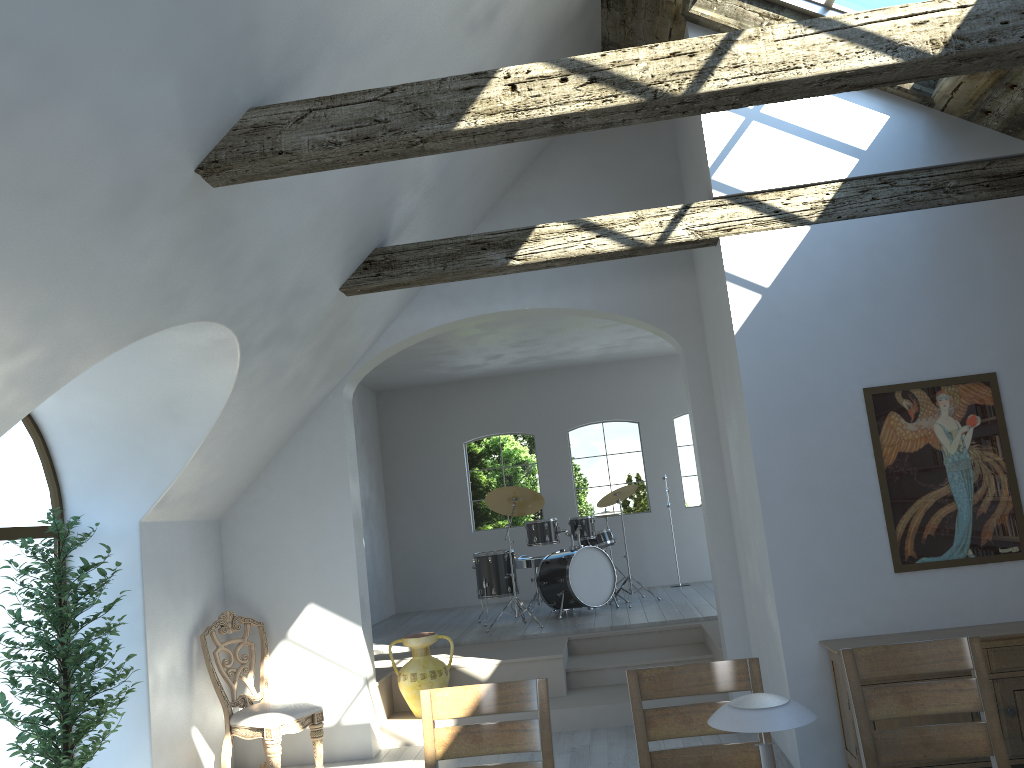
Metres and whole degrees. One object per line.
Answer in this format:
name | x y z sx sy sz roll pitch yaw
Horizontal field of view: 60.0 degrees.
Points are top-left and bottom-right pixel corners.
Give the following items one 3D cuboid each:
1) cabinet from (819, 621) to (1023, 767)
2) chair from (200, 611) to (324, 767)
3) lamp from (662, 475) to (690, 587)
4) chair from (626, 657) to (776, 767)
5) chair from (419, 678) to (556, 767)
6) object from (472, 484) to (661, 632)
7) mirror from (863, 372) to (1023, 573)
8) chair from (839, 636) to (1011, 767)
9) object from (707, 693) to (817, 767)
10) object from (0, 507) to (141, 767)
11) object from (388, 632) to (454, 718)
cabinet | 2.458 1.664 4.647 1.481 0.714 0.383 -7 -8 5
chair | -1.706 2.133 6.082 0.655 1.159 0.552 -11 -10 30
lamp | 2.005 1.821 11.097 0.232 1.383 0.238 -7 -8 5
chair | 0.663 1.445 2.807 0.514 1.006 0.605 -7 -8 5
chair | -0.073 1.538 2.871 0.514 1.006 0.605 -7 -8 5
object | 0.397 1.794 9.659 2.354 1.383 1.465 1 -11 -40
mirror | 2.437 0.493 4.985 0.736 1.047 0.009 -7 -8 5
chair | 1.400 1.352 2.743 0.514 1.006 0.605 -7 -8 5
object | 0.601 0.912 2.070 0.251 0.362 0.251 -11 -10 28
object | -2.406 1.625 4.787 0.718 1.920 0.737 -10 -9 24
object | -0.684 2.248 6.850 0.402 0.605 0.396 0 -11 -38
